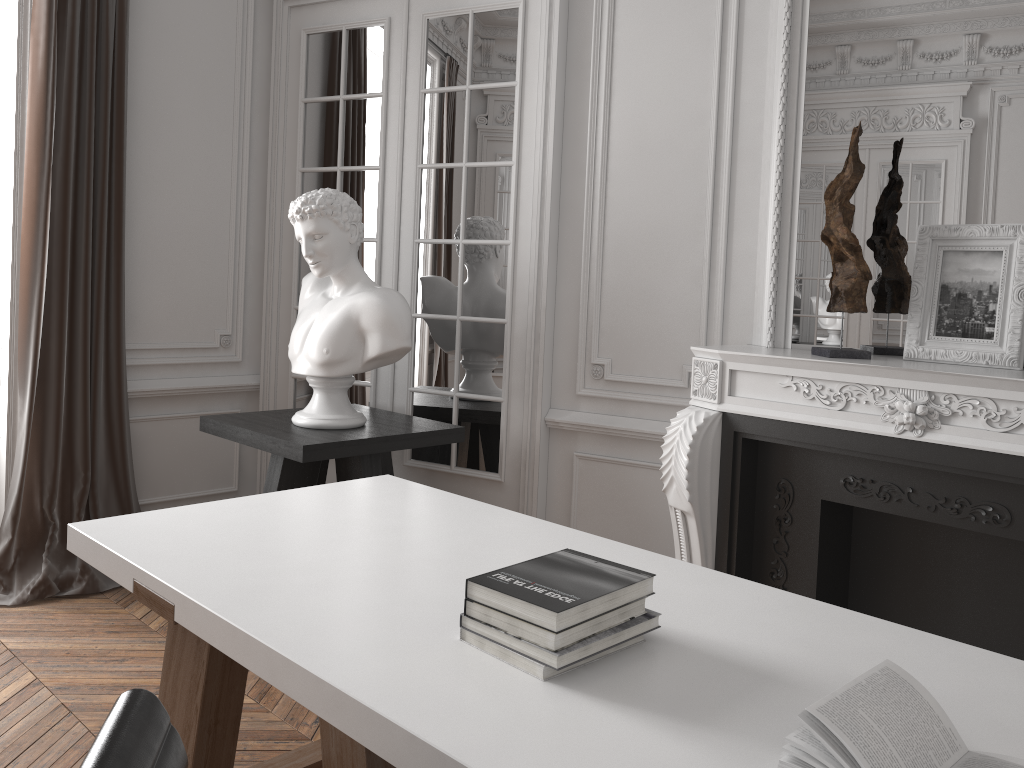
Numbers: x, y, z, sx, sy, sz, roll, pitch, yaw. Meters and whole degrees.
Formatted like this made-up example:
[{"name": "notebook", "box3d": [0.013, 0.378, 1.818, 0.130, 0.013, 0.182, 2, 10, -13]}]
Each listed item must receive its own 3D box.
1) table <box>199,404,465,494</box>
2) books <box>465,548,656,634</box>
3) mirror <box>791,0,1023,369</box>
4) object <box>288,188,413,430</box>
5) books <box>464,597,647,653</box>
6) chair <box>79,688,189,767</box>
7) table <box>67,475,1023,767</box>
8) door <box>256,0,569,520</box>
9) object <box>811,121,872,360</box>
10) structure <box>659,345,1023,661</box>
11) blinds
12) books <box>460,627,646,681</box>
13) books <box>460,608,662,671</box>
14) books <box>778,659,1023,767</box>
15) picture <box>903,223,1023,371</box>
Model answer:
[{"name": "table", "box3d": [-0.730, 0.523, 3.557, 0.770, 0.748, 0.768, 7, 6, 44]}, {"name": "books", "box3d": [0.083, 0.330, 1.441, 0.192, 0.032, 0.259, 8, 8, 42]}, {"name": "mirror", "box3d": [1.433, -0.924, 2.730, 1.126, 1.809, 0.001, 5, 3, 44]}, {"name": "object", "box3d": [-0.685, -0.301, 3.466, 0.636, 0.922, 0.392, 6, 4, 44]}, {"name": "books", "box3d": [0.074, 0.360, 1.437, 0.191, 0.028, 0.240, 8, 8, 42]}, {"name": "chair", "box3d": [-0.071, 0.786, 0.689, 0.667, 0.921, 0.697, 1, 4, -20]}, {"name": "table", "box3d": [0.237, 0.806, 1.397, 2.632, 0.747, 0.901, 8, 7, 44]}, {"name": "door", "box3d": [-0.520, -0.505, 4.031, 1.568, 2.729, 0.086, 4, 2, 29]}, {"name": "object", "box3d": [1.067, -0.462, 2.823, 0.165, 0.752, 0.143, 2, 2, -4]}, {"name": "structure", "box3d": [1.137, 0.543, 2.538, 1.611, 1.181, 0.809, 7, 6, 44]}, {"name": "blinds", "box3d": [-1.749, -0.717, 3.622, 0.343, 3.094, 0.777, 4, 2, 38]}, {"name": "books", "box3d": [0.068, 0.408, 1.442, 0.242, 0.022, 0.192, -4, 9, -44]}, {"name": "books", "box3d": [0.081, 0.386, 1.442, 0.212, 0.022, 0.259, 9, 9, 44]}, {"name": "books", "box3d": [0.495, 0.434, 1.035, 0.226, 0.095, 0.280, -3, 8, -44]}, {"name": "picture", "box3d": [1.394, -0.275, 2.705, 0.341, 0.434, 0.096, 6, 4, 44]}]
